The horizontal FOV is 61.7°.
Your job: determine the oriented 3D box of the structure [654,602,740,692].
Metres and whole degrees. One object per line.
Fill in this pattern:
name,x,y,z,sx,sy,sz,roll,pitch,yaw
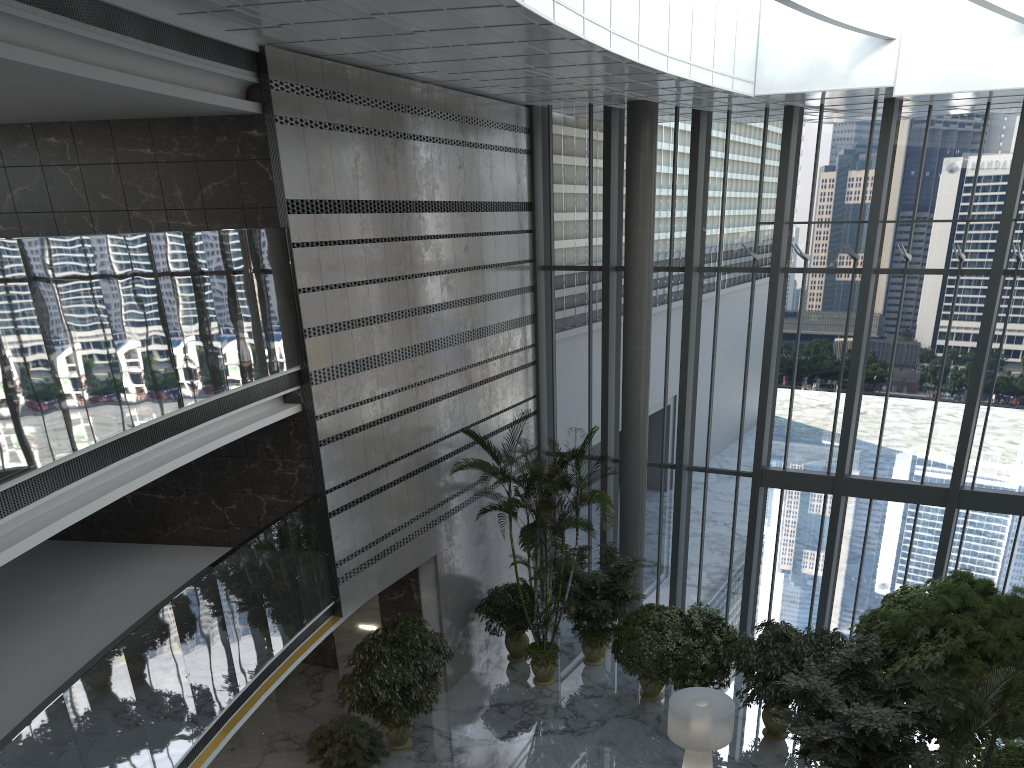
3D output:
structure,2.856,4.351,13.305,1.345,2.172,1.153,-16,25,-35

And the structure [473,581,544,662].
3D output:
structure,-0.030,4.245,15.289,1.395,1.708,1.025,-9,21,-20

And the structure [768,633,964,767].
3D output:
structure,4.392,4.563,11.053,2.200,2.576,2.152,3,19,13

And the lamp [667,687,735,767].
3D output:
lamp,2.455,4.916,11.299,0.784,1.844,0.810,18,29,41

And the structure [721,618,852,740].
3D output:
structure,4.091,4.454,12.858,1.619,2.091,1.853,-13,21,-30

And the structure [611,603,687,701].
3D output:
structure,2.361,4.400,14.087,1.442,1.780,1.437,-3,18,-5

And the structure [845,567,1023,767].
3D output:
structure,6.041,4.030,11.812,3.578,3.274,3.040,11,22,37

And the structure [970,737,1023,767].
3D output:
structure,5.496,4.955,9.545,1.573,2.350,1.419,-9,21,-20

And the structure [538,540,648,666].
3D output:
structure,1.440,3.851,15.025,1.845,2.535,1.702,2,20,10

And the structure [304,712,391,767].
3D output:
structure,-2.267,5.117,11.666,1.140,1.468,1.118,13,24,36

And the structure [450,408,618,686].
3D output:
structure,0.482,2.806,13.837,2.422,5.140,2.305,11,25,30

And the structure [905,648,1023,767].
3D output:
structure,4.736,4.348,8.973,1.396,3.816,1.113,2,23,11

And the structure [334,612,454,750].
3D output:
structure,-1.695,4.527,12.787,1.996,2.182,1.501,-13,22,-31

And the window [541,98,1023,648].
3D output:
window,1.455,0.995,7.830,12.866,11.113,17.915,12,20,39
